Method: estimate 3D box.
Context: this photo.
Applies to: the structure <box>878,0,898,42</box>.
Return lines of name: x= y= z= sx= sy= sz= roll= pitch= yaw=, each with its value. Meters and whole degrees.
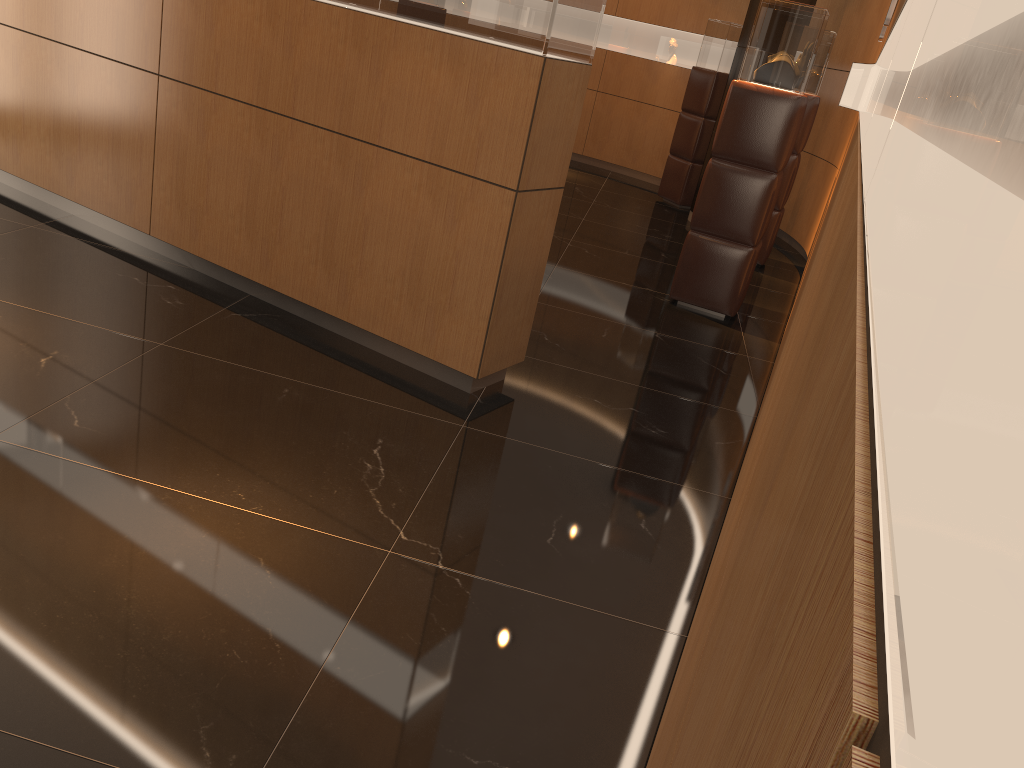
structure: x=2.678 y=-2.685 z=6.212 sx=0.034 sy=0.442 sz=2.050 roll=19 pitch=23 yaw=15

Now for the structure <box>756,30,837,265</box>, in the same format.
structure: x=2.295 y=-2.058 z=7.759 sx=0.498 sy=2.000 sz=0.484 roll=19 pitch=23 yaw=14

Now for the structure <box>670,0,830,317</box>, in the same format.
structure: x=1.572 y=-1.473 z=5.895 sx=0.498 sy=1.968 sz=0.484 roll=19 pitch=23 yaw=14

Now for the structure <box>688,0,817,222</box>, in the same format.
structure: x=2.530 y=-3.240 z=8.842 sx=0.613 sy=3.430 sz=0.613 roll=21 pitch=23 yaw=19

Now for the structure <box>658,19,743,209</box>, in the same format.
structure: x=2.192 y=-2.989 z=9.963 sx=0.484 sy=2.000 sz=0.498 roll=1 pitch=25 yaw=-27
